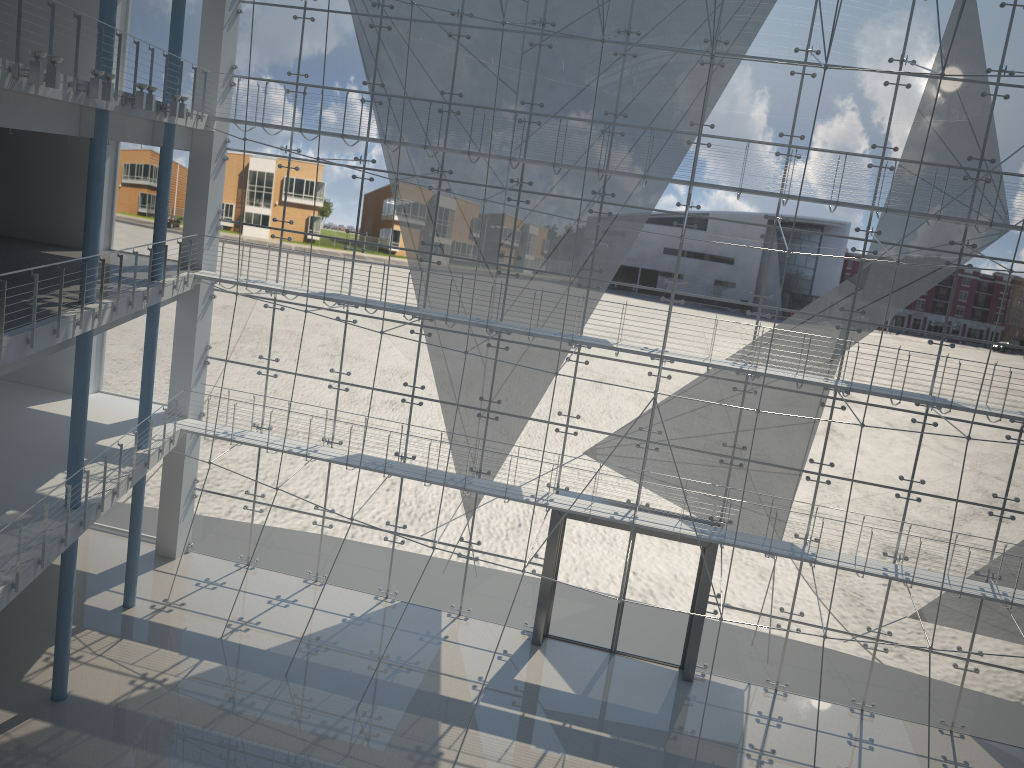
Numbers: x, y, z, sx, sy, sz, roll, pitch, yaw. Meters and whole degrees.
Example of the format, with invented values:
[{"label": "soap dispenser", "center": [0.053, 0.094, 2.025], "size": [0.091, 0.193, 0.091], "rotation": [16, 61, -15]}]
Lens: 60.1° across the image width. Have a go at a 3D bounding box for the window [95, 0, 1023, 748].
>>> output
[{"label": "window", "center": [0.478, -0.461, 2.755], "size": [3.856, 2.745, 0.010], "rotation": [10, 9, 11]}]
